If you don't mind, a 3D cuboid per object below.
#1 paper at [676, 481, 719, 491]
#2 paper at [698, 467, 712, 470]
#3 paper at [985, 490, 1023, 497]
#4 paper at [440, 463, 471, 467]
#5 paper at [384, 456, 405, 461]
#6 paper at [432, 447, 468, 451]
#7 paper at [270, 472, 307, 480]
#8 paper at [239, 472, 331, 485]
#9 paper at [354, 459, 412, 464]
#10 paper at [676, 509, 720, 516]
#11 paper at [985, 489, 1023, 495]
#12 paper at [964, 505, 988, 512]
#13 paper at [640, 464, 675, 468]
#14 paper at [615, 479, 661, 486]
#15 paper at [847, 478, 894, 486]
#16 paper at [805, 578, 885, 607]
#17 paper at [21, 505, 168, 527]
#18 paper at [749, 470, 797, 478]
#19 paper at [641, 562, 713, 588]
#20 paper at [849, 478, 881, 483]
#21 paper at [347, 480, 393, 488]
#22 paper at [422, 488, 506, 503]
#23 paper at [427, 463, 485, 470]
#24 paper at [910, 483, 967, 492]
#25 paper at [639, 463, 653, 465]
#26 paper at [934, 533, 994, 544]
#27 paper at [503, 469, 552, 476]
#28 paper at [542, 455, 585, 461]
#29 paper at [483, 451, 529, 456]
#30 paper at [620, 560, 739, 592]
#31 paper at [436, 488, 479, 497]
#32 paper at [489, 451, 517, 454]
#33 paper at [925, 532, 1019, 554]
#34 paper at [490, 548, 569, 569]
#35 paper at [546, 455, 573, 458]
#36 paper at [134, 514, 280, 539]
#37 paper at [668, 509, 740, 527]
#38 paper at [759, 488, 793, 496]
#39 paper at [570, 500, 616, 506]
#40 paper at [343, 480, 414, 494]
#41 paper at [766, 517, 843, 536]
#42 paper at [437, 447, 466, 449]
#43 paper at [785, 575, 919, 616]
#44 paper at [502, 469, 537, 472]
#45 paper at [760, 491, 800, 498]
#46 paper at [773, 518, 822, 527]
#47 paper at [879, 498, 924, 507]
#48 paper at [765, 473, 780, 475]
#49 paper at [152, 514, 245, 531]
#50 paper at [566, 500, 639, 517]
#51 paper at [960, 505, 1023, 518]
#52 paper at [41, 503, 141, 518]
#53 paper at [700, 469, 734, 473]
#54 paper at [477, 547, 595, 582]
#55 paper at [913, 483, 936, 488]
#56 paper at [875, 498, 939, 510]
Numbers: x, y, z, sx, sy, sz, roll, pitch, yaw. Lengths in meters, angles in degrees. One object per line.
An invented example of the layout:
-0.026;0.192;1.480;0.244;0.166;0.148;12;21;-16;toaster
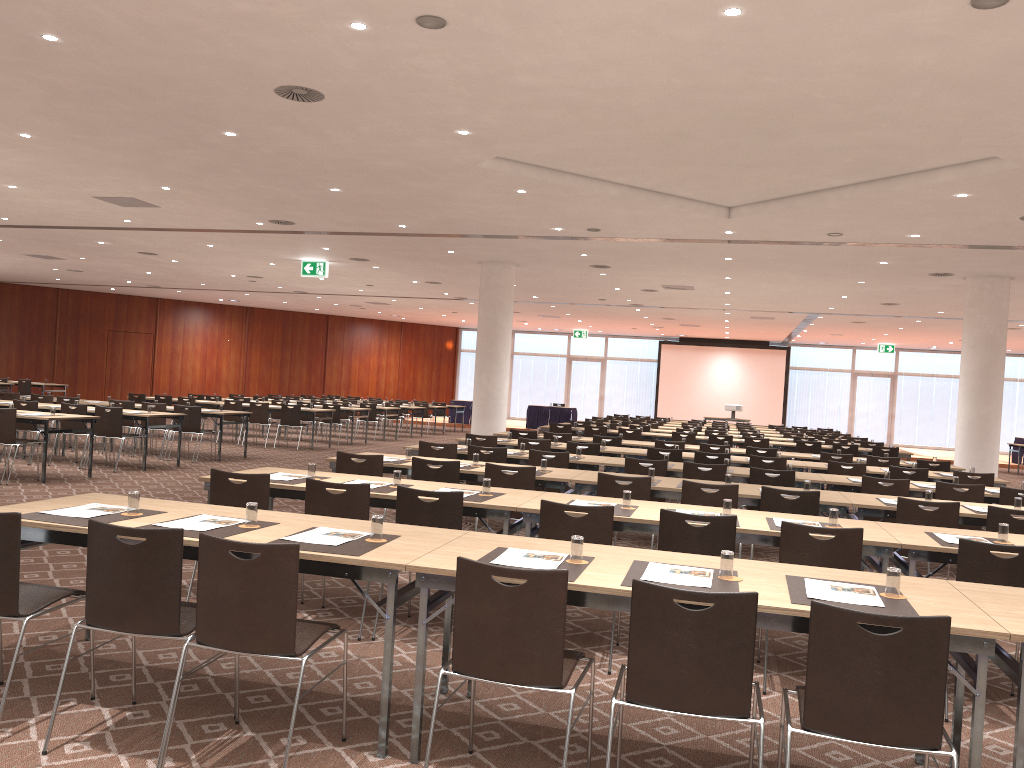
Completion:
1.669;0.883;7.630;0.460;0.003;0.565;4;0;15;paper
2.122;0.911;9.618;0.283;0.006;0.398;4;0;12;paper
4.958;1.089;8.858;0.460;0.003;0.565;4;0;12;paper
-0.554;0.743;8.216;0.283;0.006;0.398;4;0;12;paper
-1.184;0.704;8.363;0.283;0.006;0.398;4;0;15;paper
-0.681;0.743;10.233;0.460;0.003;0.565;4;0;13;paper
-1.661;0.671;6.443;0.283;0.006;0.398;4;0;15;paper
-1.635;0.677;6.367;0.460;0.003;0.565;4;0;15;paper
-1.170;0.709;8.277;0.460;0.003;0.565;4;0;13;paper
1.196;0.847;5.738;0.283;0.006;0.398;4;0;15;paper
4.956;1.085;8.955;0.283;0.006;0.398;4;0;15;paper
3.848;1.013;7.138;0.283;0.006;0.398;4;0;11;paper
1.529;0.879;9.702;0.460;0.003;0.565;4;0;14;paper
1.049;0.845;7.760;0.460;0.003;0.565;4;0;15;paper
3.735;1.014;9.176;0.460;0.003;0.565;4;0;14;paper
1.354;0.853;3.638;0.283;0.006;0.398;4;0;17;paper
-2.084;0.645;4.388;0.460;0.003;0.565;4;0;17;paper
2.762;0.954;9.404;0.460;0.003;0.565;4;0;12;paper
0.711;0.813;3.789;0.283;0.006;0.398;4;0;14;paper
3.679;1.007;9.242;0.283;0.006;0.398;4;0;12;paper
-1.043;0.709;6.292;0.283;0.006;0.398;4;0;14;paper
-0.341;0.756;6.062;0.460;0.003;0.565;4;0;17;paper
-0.522;0.749;8.171;0.460;0.003;0.565;4;0;17;paper
4.340;1.051;9.020;0.460;0.003;0.565;4;0;13;paper
1.477;0.872;9.798;0.283;0.006;0.398;4;0;15;paper
2.737;0.941;5.351;0.283;0.006;0.398;4;0;13;paper
0.087;0.786;7.997;0.460;0.003;0.565;4;0;15;paper
0.552;0.819;9.938;0.460;0.003;0.565;4;0;13;paper
-0.057;0.781;10.090;0.460;0.003;0.565;4;0;14;paper
0.718;0.817;3.736;0.460;0.003;0.565;4;0;13;paper
-0.406;0.748;6.111;0.283;0.006;0.398;4;0;15;paper
-0.090;0.775;10.159;0.283;0.006;0.398;4;0;13;paper
2.761;0.947;5.293;0.460;0.003;0.565;4;0;15;paper
0.084;0.775;3.940;0.283;0.006;0.398;4;0;12;paper
0.525;0.813;9.992;0.283;0.006;0.398;4;0;14;paper
-1.465;0.683;4.259;0.460;0.003;0.565;4;0;16;paper
1.208;0.851;5.662;0.460;0.003;0.565;4;0;12;paper
2.254;0.915;7.518;0.283;0.006;0.398;4;0;13;paper
0.532;0.806;5.906;0.283;0.006;0.398;4;0;15;paper
-0.993;0.716;6.203;0.460;0.003;0.565;4;0;12;paper
1.832;0.890;5.521;0.460;0.003;0.565;4;0;13;paper
-0.701;0.738;10.311;0.283;0.006;0.398;4;0;14;paper
1.362;0.857;3.603;0.460;0.003;0.565;4;0;15;paper
0.072;0.782;8.061;0.283;0.006;0.398;4;0;11;paper
2.327;0.924;7.464;0.460;0.003;0.565;4;0;16;paper
1.805;0.884;5.594;0.283;0.006;0.398;4;0;13;paper
3.203;0.974;7.309;0.283;0.006;0.398;4;0;14;paper
2.724;0.948;9.478;0.283;0.006;0.398;4;0;14;paper
-1.509;0.677;4.335;0.283;0.006;0.398;4;0;17;paper
0.572;0.812;5.810;0.460;0.003;0.565;4;0;14;paper
3.886;1.019;7.075;0.460;0.003;0.565;4;0;15;paper
-2.130;0.639;4.488;0.283;0.006;0.398;4;0;14;paper
2.145;0.916;9.528;0.460;0.003;0.565;4;0;14;paper
0.091;0.779;3.856;0.460;0.003;0.565;4;0;14;paper
4.303;1.045;9.088;0.283;0.006;0.398;4;0;11;paper
3.252;0.981;7.229;0.460;0.003;0.565;4;0;13;paper
